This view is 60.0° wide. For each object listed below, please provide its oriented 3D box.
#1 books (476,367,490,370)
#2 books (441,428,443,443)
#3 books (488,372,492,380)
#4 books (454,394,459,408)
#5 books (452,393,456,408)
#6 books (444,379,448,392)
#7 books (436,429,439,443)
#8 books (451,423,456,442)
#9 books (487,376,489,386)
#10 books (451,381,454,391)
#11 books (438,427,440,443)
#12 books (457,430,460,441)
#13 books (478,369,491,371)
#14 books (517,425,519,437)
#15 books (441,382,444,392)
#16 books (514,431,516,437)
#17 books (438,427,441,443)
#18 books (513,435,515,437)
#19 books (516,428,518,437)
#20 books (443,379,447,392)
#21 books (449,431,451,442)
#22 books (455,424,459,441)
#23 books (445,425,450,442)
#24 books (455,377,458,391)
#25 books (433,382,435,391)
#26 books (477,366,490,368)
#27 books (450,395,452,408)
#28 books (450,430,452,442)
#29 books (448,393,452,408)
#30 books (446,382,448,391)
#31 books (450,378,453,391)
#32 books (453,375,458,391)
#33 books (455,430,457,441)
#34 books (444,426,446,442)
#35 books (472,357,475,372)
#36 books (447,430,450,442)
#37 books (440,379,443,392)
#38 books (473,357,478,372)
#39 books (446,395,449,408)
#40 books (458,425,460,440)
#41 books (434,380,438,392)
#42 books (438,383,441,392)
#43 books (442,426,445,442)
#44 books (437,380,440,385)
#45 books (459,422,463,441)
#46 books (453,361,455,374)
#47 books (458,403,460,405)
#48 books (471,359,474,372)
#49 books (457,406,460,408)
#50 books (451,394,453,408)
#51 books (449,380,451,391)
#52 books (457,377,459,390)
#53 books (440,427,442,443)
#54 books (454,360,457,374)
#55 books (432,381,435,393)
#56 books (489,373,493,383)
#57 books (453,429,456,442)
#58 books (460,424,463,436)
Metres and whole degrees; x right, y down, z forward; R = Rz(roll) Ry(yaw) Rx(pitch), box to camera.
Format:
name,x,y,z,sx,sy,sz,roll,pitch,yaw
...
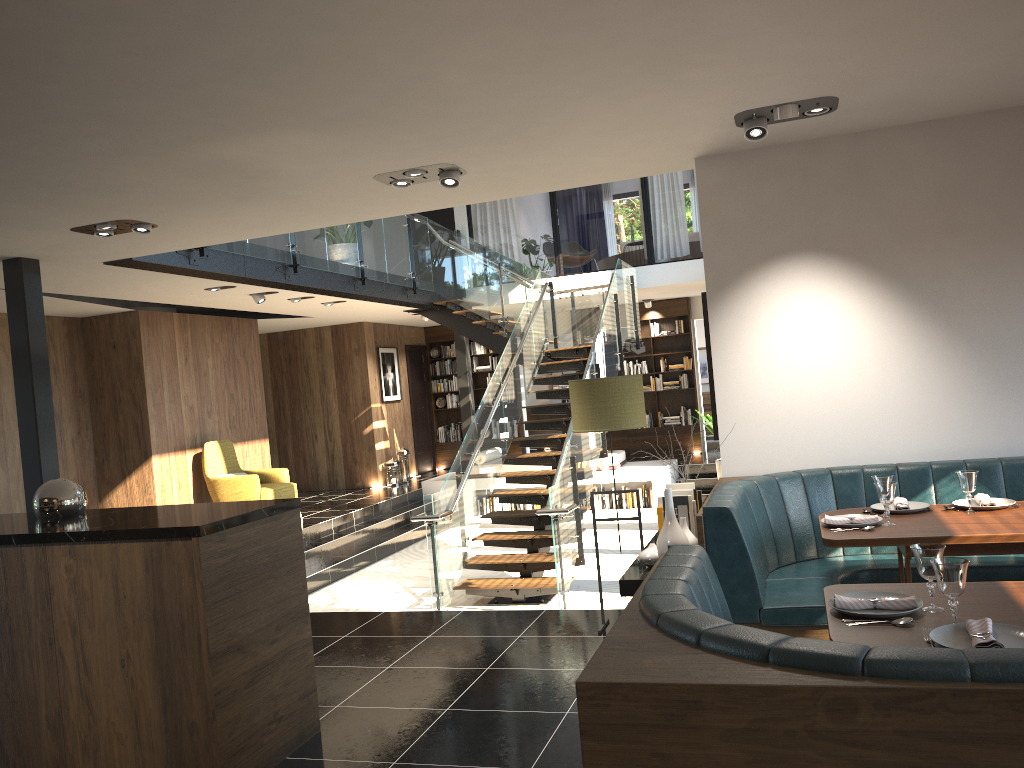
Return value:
name,x,y,z,sx,sy,sz,roll,pitch,yaw
books,-0.505,-0.293,16.480,0.266,0.030,0.209,-5,0,18
books,-1.286,0.963,16.726,0.022,0.269,0.216,-5,0,18
books,-0.401,-0.074,16.408,0.025,0.280,0.145,-5,1,18
books,-1.036,0.315,16.649,0.030,0.253,0.138,-5,1,18
books,-1.072,0.306,16.642,0.032,0.279,0.133,-5,1,18
books,-1.228,0.022,16.675,0.026,0.237,0.164,-5,0,18
books,-1.372,0.975,16.794,0.032,0.262,0.194,-5,0,18
books,-1.088,0.909,16.649,0.016,0.341,0.217,-5,0,18
books,-0.423,-0.037,16.424,0.033,0.211,0.132,-5,0,18
books,-1.093,0.032,16.633,0.025,0.194,0.172,-5,0,18
books,-1.341,0.959,16.791,0.032,0.288,0.179,-5,0,18
books,-0.966,0.965,16.652,0.033,0.208,0.192,-5,0,18
books,-0.498,-0.261,16.493,0.239,0.033,0.176,-5,0,15
books,0.138,0.845,16.280,0.029,0.247,0.139,-5,1,18
books,-1.287,0.056,16.701,0.035,0.180,0.164,-5,0,18
books,0.076,0.816,16.295,0.035,0.315,0.168,-5,1,18
books,-1.328,0.960,16.754,0.014,0.282,0.232,-5,0,18
books,0.026,0.801,16.306,0.065,0.354,0.164,-5,1,17
books,0.105,0.818,16.279,0.029,0.306,0.149,-5,1,18
books,-1.251,0.025,16.704,0.036,0.235,0.169,-5,0,18
books,-1.133,0.981,16.707,0.029,0.207,0.166,-5,0,18
books,-1.000,0.911,16.639,0.016,0.322,0.218,-5,0,18
books,-1.214,0.939,16.730,0.020,0.304,0.189,-5,0,18
books,-1.012,-0.009,16.609,0.021,0.260,0.197,-5,0,18
books,-1.430,0.063,16.763,0.045,0.192,0.164,-5,0,18
books,-0.505,-0.318,16.488,0.264,0.021,0.189,-5,0,16
books,-1.120,0.327,16.672,0.032,0.245,0.120,-5,1,18
books,-1.110,0.971,16.688,0.026,0.222,0.209,-5,0,18
books,-1.153,0.315,16.655,0.018,0.275,0.144,-5,1,17
books,-1.197,0.054,16.679,0.026,0.167,0.173,-5,0,18
books,-1.113,0.008,16.651,0.020,0.243,0.154,-5,0,18
books,-1.050,-0.018,16.618,0.018,0.284,0.198,-5,0,18
books,-1.015,0.962,16.667,0.036,0.222,0.173,-5,0,18
books,-1.230,0.942,16.741,0.018,0.302,0.195,-5,0,18
books,-0.689,-0.368,16.519,0.027,0.279,0.166,-5,0,18
books,-1.165,0.978,16.689,0.021,0.217,0.220,-5,0,18
books,-1.307,0.030,16.736,0.019,0.236,0.139,-5,0,17
books,-0.666,-0.369,16.517,0.016,0.278,0.209,-5,0,18
books,-1.176,0.326,16.652,0.026,0.257,0.192,-5,0,18
books,-0.948,0.915,16.624,0.027,0.304,0.204,-5,0,18
books,-1.409,0.040,16.724,0.022,0.235,0.194,-5,0,18
books,-1.352,0.067,16.737,0.037,0.169,0.148,-5,0,18
books,-1.256,0.942,16.714,0.015,0.306,0.222,-5,0,18
books,-1.376,0.038,16.763,0.018,0.232,0.123,-5,1,18
books,-0.935,0.887,16.594,0.019,0.356,0.235,-5,0,18
books,-1.059,-0.312,16.623,0.024,0.242,0.144,-5,0,18
books,-0.877,0.358,16.593,0.244,0.033,0.142,-5,0,14
books,-0.705,-0.348,16.552,0.028,0.242,0.194,-5,0,18
books,-0.873,0.411,16.591,0.262,0.032,0.154,-5,0,20
books,-1.096,0.315,16.658,0.024,0.265,0.147,-5,1,17
books,-1.136,0.029,16.631,0.016,0.206,0.204,-5,0,18
books,-0.984,-0.004,16.623,0.023,0.245,0.133,-5,1,18
books,-1.302,0.958,16.764,0.030,0.282,0.170,-5,0,18
books,-1.035,-0.325,16.620,0.025,0.263,0.147,-5,1,18
books,-1.465,0.050,16.779,0.030,0.224,0.165,-5,0,18
books,-0.385,-0.071,16.384,0.019,0.272,0.175,-5,0,18
books,-1.048,0.965,16.678,0.034,0.223,0.208,-5,0,18
books,-0.898,0.904,16.607,0.042,0.315,0.193,-5,0,18
